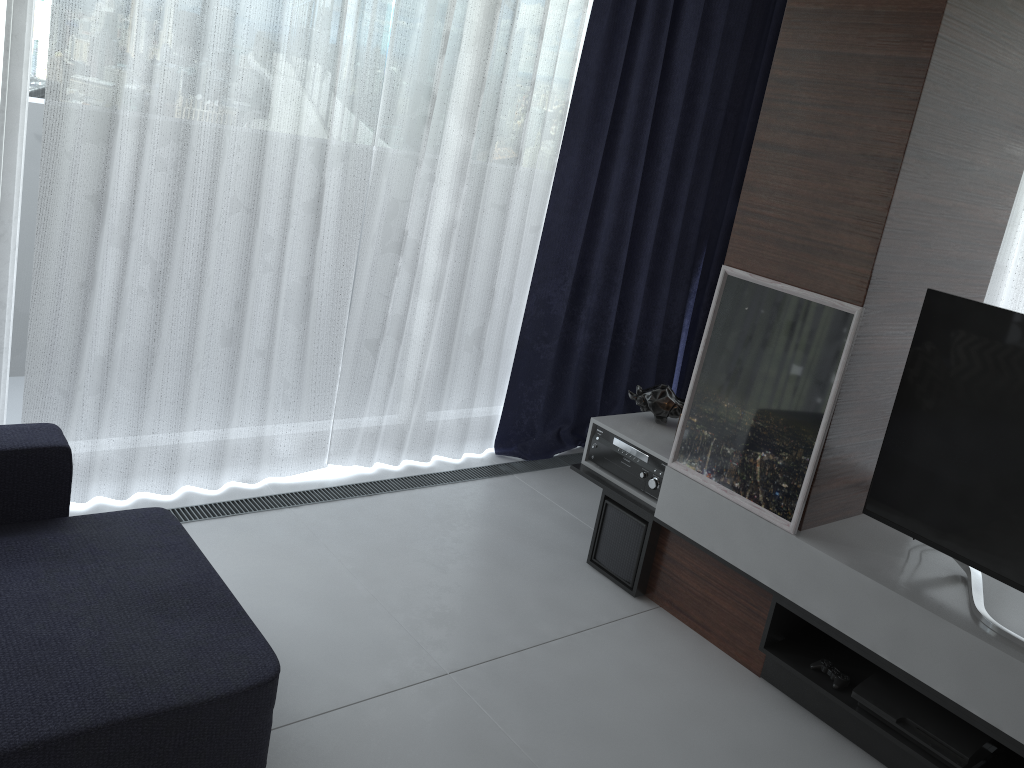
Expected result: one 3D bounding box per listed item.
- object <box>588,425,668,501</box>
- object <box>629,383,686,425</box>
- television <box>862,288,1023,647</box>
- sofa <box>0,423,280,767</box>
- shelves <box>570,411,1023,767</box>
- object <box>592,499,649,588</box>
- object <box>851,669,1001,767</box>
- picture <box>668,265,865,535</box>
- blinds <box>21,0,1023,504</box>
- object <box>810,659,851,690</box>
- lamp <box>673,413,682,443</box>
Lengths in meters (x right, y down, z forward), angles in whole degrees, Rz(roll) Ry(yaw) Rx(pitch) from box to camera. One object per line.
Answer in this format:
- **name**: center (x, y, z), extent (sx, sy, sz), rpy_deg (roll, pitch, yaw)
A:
- **object**: center (0.545, 0.281, 3.315), extent (0.369, 0.147, 0.377), rpy_deg (-3, 21, -39)
- **object**: center (0.604, 0.076, 3.436), extent (0.311, 0.147, 0.140), rpy_deg (13, 14, 6)
- **television**: center (1.510, 0.306, 2.160), extent (0.297, 0.771, 1.254), rpy_deg (0, 19, -40)
- **sofa**: center (-0.939, 0.808, 0.994), extent (1.900, 0.597, 2.930), rpy_deg (-3, 21, -39)
- **shelves**: center (1.266, 0.745, 2.765), extent (0.873, 0.490, 2.396), rpy_deg (-2, 21, -39)
- **object**: center (0.475, 0.564, 3.234), extent (0.254, 0.246, 0.217), rpy_deg (-1, 19, -40)
- **object**: center (1.163, 0.914, 2.453), extent (0.314, 0.066, 0.320), rpy_deg (-3, 21, -39)
- **picture**: center (0.763, 0.030, 2.742), extent (0.053, 0.687, 0.510), rpy_deg (1, 17, -40)
- **blinds**: center (0.169, 0.029, 0.556), extent (7.133, 2.720, 5.920), rpy_deg (-1, 20, -36)
- **object**: center (0.938, 0.846, 2.590), extent (0.070, 0.036, 0.115), rpy_deg (3, 18, -27)
- **lamp**: center (0.639, 0.135, 3.161), extent (0.077, 0.207, 0.156), rpy_deg (12, 14, 6)
